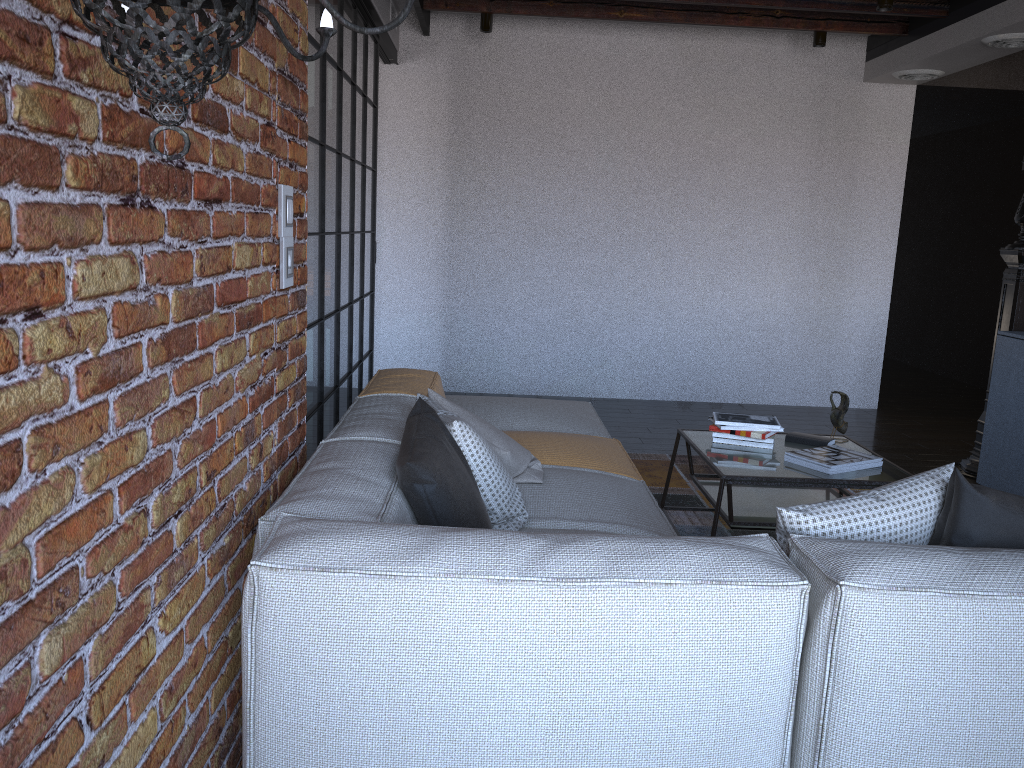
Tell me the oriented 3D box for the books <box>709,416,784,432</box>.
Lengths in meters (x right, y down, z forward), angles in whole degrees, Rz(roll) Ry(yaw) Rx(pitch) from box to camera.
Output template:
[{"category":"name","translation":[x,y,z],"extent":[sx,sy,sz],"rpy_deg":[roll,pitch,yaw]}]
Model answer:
[{"category":"books","translation":[0.990,0.169,3.759],"extent":[0.268,0.014,0.196],"rpy_deg":[2,10,-3]}]

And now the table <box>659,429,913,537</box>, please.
[{"category":"table","translation":[1.114,0.470,3.615],"extent":[0.842,0.389,0.847],"rpy_deg":[2,10,-2]}]

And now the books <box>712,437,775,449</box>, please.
[{"category":"books","translation":[0.988,0.230,3.774],"extent":[0.247,0.024,0.209],"rpy_deg":[6,10,17]}]

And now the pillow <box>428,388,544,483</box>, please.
[{"category":"pillow","translation":[-0.075,0.197,3.053],"extent":[0.484,0.314,0.358],"rpy_deg":[11,13,40]}]

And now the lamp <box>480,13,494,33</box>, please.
[{"category":"lamp","translation":[-0.169,-2.400,5.782],"extent":[0.093,0.210,0.145],"rpy_deg":[1,10,-6]}]

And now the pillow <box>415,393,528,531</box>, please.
[{"category":"pillow","translation":[-0.132,0.230,2.683],"extent":[0.293,0.355,0.495],"rpy_deg":[0,10,-16]}]

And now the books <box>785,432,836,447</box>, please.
[{"category":"books","translation":[1.279,0.236,3.798],"extent":[0.181,0.029,0.129],"rpy_deg":[10,12,35]}]

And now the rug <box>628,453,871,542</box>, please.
[{"category":"rug","translation":[1.335,0.628,3.987],"extent":[1.432,0.013,2.361],"rpy_deg":[2,10,-2]}]

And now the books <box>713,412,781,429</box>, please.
[{"category":"books","translation":[0.991,0.154,3.757],"extent":[0.268,0.014,0.196],"rpy_deg":[4,10,9]}]

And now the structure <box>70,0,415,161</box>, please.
[{"category":"structure","translation":[-0.235,-0.882,0.568],"extent":[0.389,1.438,0.338],"rpy_deg":[2,10,-1]}]

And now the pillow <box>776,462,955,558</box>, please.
[{"category":"pillow","translation":[0.795,0.373,2.047],"extent":[0.543,0.402,0.250],"rpy_deg":[-1,11,-19]}]

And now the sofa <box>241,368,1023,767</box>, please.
[{"category":"sofa","translation":[0.639,0.404,3.227],"extent":[2.536,0.698,3.297],"rpy_deg":[2,10,-2]}]

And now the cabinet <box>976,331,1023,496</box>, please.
[{"category":"cabinet","translation":[2.869,0.404,3.281],"extent":[0.607,0.845,2.957],"rpy_deg":[2,10,-2]}]

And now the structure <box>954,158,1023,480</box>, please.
[{"category":"structure","translation":[-0.941,-0.588,3.411],"extent":[8.513,2.396,0.481],"rpy_deg":[-1,11,-21]}]

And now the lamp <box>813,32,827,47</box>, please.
[{"category":"lamp","translation":[2.017,-2.323,5.850],"extent":[0.120,0.184,0.082],"rpy_deg":[11,13,39]}]

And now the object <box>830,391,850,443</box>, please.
[{"category":"object","translation":[1.413,0.135,3.844],"extent":[0.099,0.223,0.093],"rpy_deg":[10,13,37]}]

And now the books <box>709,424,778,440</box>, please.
[{"category":"books","translation":[0.980,0.190,3.744],"extent":[0.239,0.023,0.190],"rpy_deg":[9,12,32]}]

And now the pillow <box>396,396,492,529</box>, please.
[{"category":"pillow","translation":[-0.176,0.272,2.345],"extent":[0.263,0.401,0.509],"rpy_deg":[1,10,-8]}]

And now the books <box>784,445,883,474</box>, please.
[{"category":"books","translation":[1.252,0.293,3.455],"extent":[0.308,0.038,0.225],"rpy_deg":[-3,12,-31]}]

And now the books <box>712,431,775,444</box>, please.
[{"category":"books","translation":[0.988,0.207,3.770],"extent":[0.251,0.023,0.209],"rpy_deg":[6,10,17]}]

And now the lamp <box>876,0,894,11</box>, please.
[{"category":"lamp","translation":[2.040,-2.150,4.869],"extent":[0.082,0.184,0.116],"rpy_deg":[-6,13,-41]}]

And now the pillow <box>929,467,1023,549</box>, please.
[{"category":"pillow","translation":[1.133,0.379,2.031],"extent":[0.538,0.417,0.238],"rpy_deg":[0,10,-12]}]
